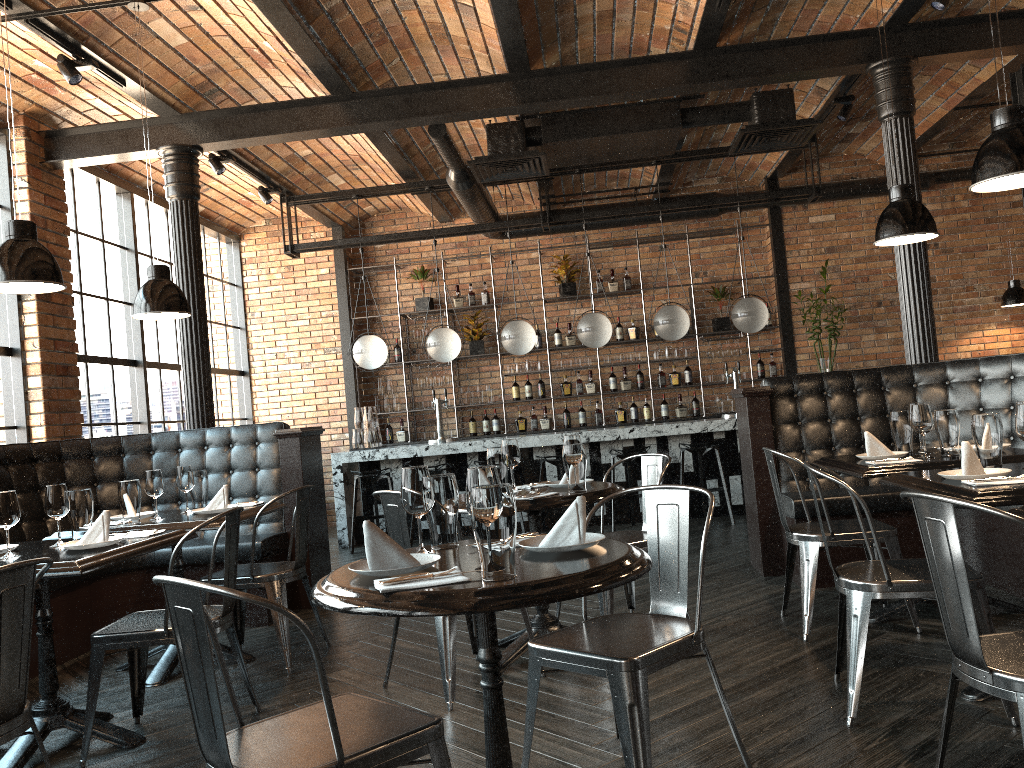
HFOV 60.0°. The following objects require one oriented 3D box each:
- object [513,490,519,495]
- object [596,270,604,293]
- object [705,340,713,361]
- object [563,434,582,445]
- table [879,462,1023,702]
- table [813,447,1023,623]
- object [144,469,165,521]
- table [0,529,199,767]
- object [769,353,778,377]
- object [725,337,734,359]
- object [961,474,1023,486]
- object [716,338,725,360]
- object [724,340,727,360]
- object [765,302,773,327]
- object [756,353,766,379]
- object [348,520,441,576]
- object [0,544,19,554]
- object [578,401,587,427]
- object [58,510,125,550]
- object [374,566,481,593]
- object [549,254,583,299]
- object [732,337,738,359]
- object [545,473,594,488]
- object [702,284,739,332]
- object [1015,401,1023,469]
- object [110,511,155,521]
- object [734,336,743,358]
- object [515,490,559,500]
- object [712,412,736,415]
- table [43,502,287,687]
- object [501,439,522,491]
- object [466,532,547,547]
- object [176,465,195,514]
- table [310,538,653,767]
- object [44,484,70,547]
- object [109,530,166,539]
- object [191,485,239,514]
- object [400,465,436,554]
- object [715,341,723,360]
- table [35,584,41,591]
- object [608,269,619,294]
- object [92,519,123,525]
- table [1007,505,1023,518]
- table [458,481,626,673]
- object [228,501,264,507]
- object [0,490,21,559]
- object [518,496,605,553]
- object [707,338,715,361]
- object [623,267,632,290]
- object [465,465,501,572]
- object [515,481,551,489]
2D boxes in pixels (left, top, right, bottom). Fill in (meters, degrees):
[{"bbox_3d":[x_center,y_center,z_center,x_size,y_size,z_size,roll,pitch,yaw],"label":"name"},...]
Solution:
[{"bbox_3d":[-0.091,0.443,3.944,0.232,0.139,0.232,-3,-3,-41],"label":"object"},{"bbox_3d":[1.018,-1.179,10.290,0.083,0.282,0.083,-5,-2,5],"label":"object"},{"bbox_3d":[2.269,-0.387,10.227,0.092,0.244,0.092,-7,-3,44],"label":"object"},{"bbox_3d":[0.282,0.354,4.018,0.092,0.244,0.092,-5,-2,5],"label":"object"},{"bbox_3d":[1.890,0.682,3.064,0.872,0.758,0.872,-5,-2,5],"label":"table"},{"bbox_3d":[1.993,0.710,4.162,0.872,0.758,0.872,-5,-2,5],"label":"table"},{"bbox_3d":[-1.769,0.549,4.396,0.092,0.244,0.092,-4,-2,-34],"label":"object"},{"bbox_3d":[-1.794,1.022,3.416,0.872,0.758,0.872,-5,-2,5],"label":"table"},{"bbox_3d":[2.964,-0.210,10.083,0.083,0.282,0.083,-6,-2,15],"label":"object"},{"bbox_3d":[2.461,-0.410,10.044,0.092,0.244,0.092,-7,-3,44],"label":"object"},{"bbox_3d":[1.624,0.311,2.907,0.255,0.019,0.157,-5,-2,11],"label":"object"},{"bbox_3d":[2.362,-0.401,10.053,0.092,0.244,0.092,-7,-3,44],"label":"object"},{"bbox_3d":[2.476,-0.406,10.208,0.092,0.244,0.092,-7,-3,44],"label":"object"},{"bbox_3d":[2.921,-0.787,10.129,0.086,0.298,0.086,-4,-2,-31],"label":"object"},{"bbox_3d":[2.829,-0.206,10.099,0.086,0.299,0.086,-4,-2,-36],"label":"object"},{"bbox_3d":[-0.299,0.405,2.237,0.232,0.139,0.232,-5,-2,1],"label":"object"},{"bbox_3d":[-2.066,0.603,3.471,0.232,0.139,0.232,-5,-2,-1],"label":"object"},{"bbox_3d":[0.815,0.345,10.278,0.086,0.298,0.086,-4,-2,-36],"label":"object"},{"bbox_3d":[-1.625,0.562,3.425,0.232,0.139,0.232,-5,-2,2],"label":"object"},{"bbox_3d":[-0.189,0.444,2.042,0.255,0.019,0.157,-5,-2,-14],"label":"object"},{"bbox_3d":[0.623,-1.263,10.366,0.425,0.526,0.430,-5,-2,7],"label":"object"},{"bbox_3d":[2.579,-0.415,10.198,0.092,0.244,0.092,-7,-3,44],"label":"object"},{"bbox_3d":[0.268,0.420,4.209,0.232,0.139,0.232,-4,-2,-25],"label":"object"},{"bbox_3d":[2.392,-0.869,10.119,0.374,0.560,0.398,-4,-2,-23],"label":"object"},{"bbox_3d":[1.883,0.185,3.220,0.092,0.244,0.092,-6,-2,22],"label":"object"},{"bbox_3d":[-1.962,0.631,4.578,0.232,0.139,0.232,-5,-2,-1],"label":"object"},{"bbox_3d":[2.563,-0.420,10.034,0.092,0.244,0.092,-7,-3,44],"label":"object"},{"bbox_3d":[0.099,0.478,3.847,0.157,0.019,0.255,-6,-2,36],"label":"object"},{"bbox_3d":[2.488,0.329,10.059,0.437,0.019,0.273,-5,-2,5],"label":"object"},{"bbox_3d":[-1.691,1.049,4.514,0.872,0.758,0.872,-5,-2,5],"label":"table"},{"bbox_3d":[-0.002,0.386,4.229,0.092,0.244,0.092,-5,-2,5],"label":"object"},{"bbox_3d":[-0.008,0.443,2.514,0.255,0.019,0.157,-4,-2,-34],"label":"object"},{"bbox_3d":[-1.712,0.552,4.653,0.092,0.244,0.092,-4,-2,-34],"label":"object"},{"bbox_3d":[-0.046,0.828,2.275,0.866,0.758,0.866,-4,-2,-31],"label":"table"},{"bbox_3d":[-1.815,0.525,3.545,0.092,0.244,0.092,-4,-2,-34],"label":"object"},{"bbox_3d":[-1.585,0.623,3.678,0.255,0.019,0.157,-5,-2,6],"label":"object"},{"bbox_3d":[-1.521,0.590,4.532,0.232,0.139,0.232,-5,-2,2],"label":"object"},{"bbox_3d":[-0.256,0.349,2.427,0.092,0.244,0.092,-4,-2,-32],"label":"object"},{"bbox_3d":[2.378,-0.397,10.217,0.092,0.244,0.092,-7,-3,44],"label":"object"},{"bbox_3d":[-1.896,0.995,2.331,0.872,0.758,0.872,-5,-2,5],"label":"table"},{"bbox_3d":[1.172,-1.191,10.277,0.123,0.279,0.123,-5,-2,9],"label":"object"},{"bbox_3d":[-1.977,0.680,4.354,0.255,0.019,0.157,-5,-2,6],"label":"object"},{"bbox_3d":[1.788,0.655,1.979,0.872,0.758,0.872,-5,-2,5],"label":"table"},{"bbox_3d":[0.125,0.874,4.102,0.866,0.758,0.866,-4,-2,-31],"label":"table"},{"bbox_3d":[-1.481,0.650,4.785,0.255,0.019,0.157,-5,-2,6],"label":"object"},{"bbox_3d":[-1.873,0.521,3.288,0.092,0.244,0.092,-7,-3,45],"label":"object"},{"bbox_3d":[0.128,0.371,2.363,0.232,0.139,0.232,-3,-2,-40],"label":"object"},{"bbox_3d":[2.253,-0.391,10.063,0.092,0.244,0.092,-7,-3,44],"label":"object"},{"bbox_3d":[1.328,-1.208,10.261,0.083,0.282,0.083,-5,-2,-10],"label":"object"},{"bbox_3d":[-0.062,0.321,2.131,0.092,0.244,0.092,-5,-2,2],"label":"object"},{"bbox_3d":[0.108,0.494,4.352,0.255,0.019,0.157,-4,-2,-34],"label":"object"}]
